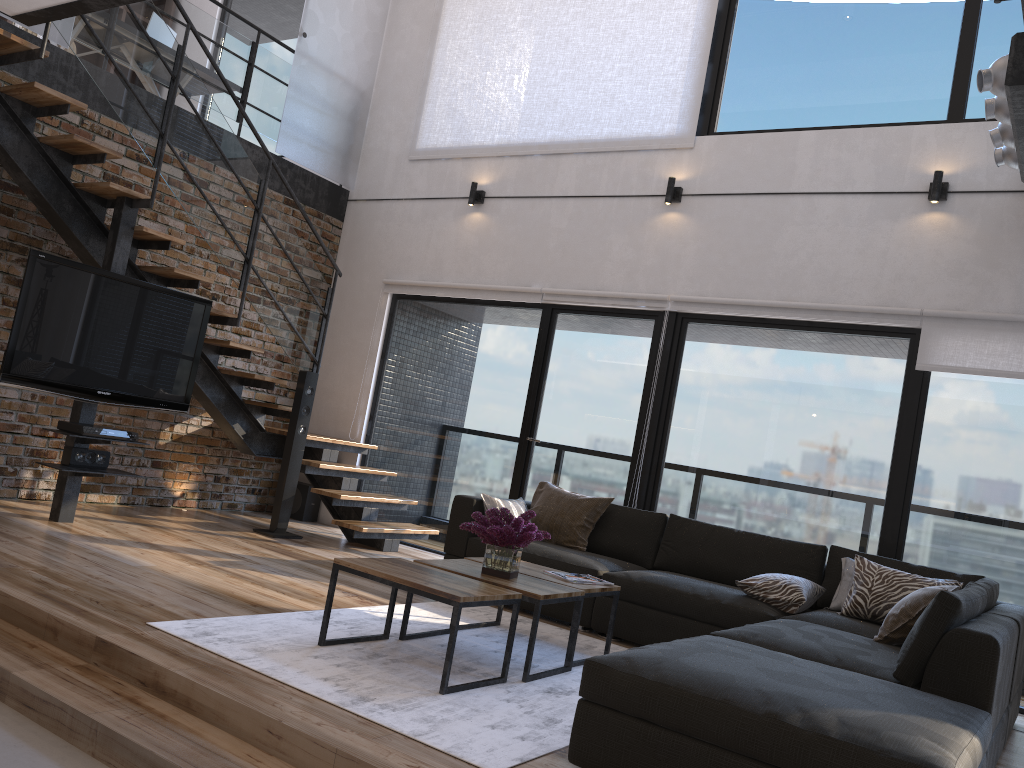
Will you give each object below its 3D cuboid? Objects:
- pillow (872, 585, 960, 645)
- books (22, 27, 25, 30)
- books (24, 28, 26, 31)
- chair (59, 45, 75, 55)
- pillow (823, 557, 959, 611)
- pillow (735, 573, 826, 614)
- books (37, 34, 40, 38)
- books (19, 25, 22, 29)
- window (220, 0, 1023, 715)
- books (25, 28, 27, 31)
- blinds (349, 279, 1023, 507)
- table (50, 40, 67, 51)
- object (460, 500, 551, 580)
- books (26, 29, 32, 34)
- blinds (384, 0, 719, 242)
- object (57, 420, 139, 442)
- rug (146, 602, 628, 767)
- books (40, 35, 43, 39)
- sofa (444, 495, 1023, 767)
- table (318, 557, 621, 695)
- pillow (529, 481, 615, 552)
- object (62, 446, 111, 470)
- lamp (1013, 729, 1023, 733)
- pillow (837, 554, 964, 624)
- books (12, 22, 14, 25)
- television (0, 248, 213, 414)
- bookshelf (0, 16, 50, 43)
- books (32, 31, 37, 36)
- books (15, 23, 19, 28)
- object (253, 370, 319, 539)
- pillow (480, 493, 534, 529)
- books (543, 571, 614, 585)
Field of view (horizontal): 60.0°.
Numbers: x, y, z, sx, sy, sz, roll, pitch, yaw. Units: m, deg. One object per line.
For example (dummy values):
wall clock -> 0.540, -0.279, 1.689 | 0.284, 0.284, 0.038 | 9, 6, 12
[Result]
pillow -> 1.814, 1.029, 3.957 | 0.273, 0.309, 0.548 | 8, -5, 33
books -> -4.826, -3.411, 8.657 | 0.165, 0.302, 0.028 | 8, -4, 34
books -> -4.825, -3.376, 8.676 | 0.153, 0.238, 0.012 | 8, -4, 34
chair -> -3.672, -2.597, 7.502 | 0.579, 0.821, 0.557 | 9, -4, 21
pillow -> 1.943, 1.090, 4.541 | 0.611, 0.293, 0.235 | 7, -5, 34
pillow -> 1.418, 1.089, 4.663 | 0.355, 0.177, 0.532 | 8, -5, 32
books -> -4.748, -3.361, 8.781 | 0.167, 0.250, 0.028 | 8, -4, 34
books -> -4.845, -3.390, 8.631 | 0.167, 0.250, 0.028 | 8, -4, 34
window -> 0.110, -1.327, 4.872 | 13.384, 5.562, 5.674 | 7, -5, 34
books -> -4.809, -3.382, 8.683 | 0.136, 0.255, 0.012 | 8, -4, 34
blinds -> 0.923, 0.388, 6.037 | 5.364, 2.042, 0.096 | 7, -4, 34
table -> -3.198, -2.446, 7.117 | 0.743, 0.635, 1.864 | 8, -5, 34
object -> -0.022, 0.669, 3.883 | 0.341, 0.342, 0.375 | 8, -5, 35
books -> -4.794, -3.372, 8.704 | 0.173, 0.244, 0.039 | 8, -4, 34
blinds -> -1.083, -2.794, 6.788 | 10.198, 2.973, 1.998 | 9, -4, 12
object -> -2.456, 0.283, 5.273 | 0.274, 0.058, 0.361 | 7, -5, 34
rug -> -0.156, 1.170, 3.812 | 1.635, 0.003, 2.117 | 7, -5, 34
books -> -4.727, -3.352, 8.807 | 0.173, 0.244, 0.039 | 8, -4, 34
sofa -> 0.586, 0.974, 4.129 | 3.041, 0.700, 3.004 | 7, -5, 34
table -> -0.110, 1.003, 3.856 | 0.696, 0.350, 1.301 | 7, -5, 34
pillow -> 0.312, 0.841, 5.685 | 0.609, 0.382, 0.265 | 8, -5, 34
object -> -2.549, 0.444, 5.312 | 0.088, 0.112, 0.247 | 8, -5, 34
lamp -> 2.781, 0.817, 4.311 | 1.467, 1.826, 0.425 | 9, -4, 19
pillow -> 1.916, 1.050, 4.377 | 0.531, 0.314, 0.251 | 7, -5, 38
books -> -4.877, -3.409, 8.567 | 0.180, 0.266, 0.015 | 8, -4, 34
television -> -2.409, -0.263, 5.326 | 0.136, 0.782, 1.209 | 8, -5, 34
bookshelf -> -4.779, -3.450, 8.774 | 0.307, 2.279, 2.722 | 8, -4, 34
books -> -4.769, -3.365, 8.743 | 0.173, 0.244, 0.053 | 8, -4, 34
books -> -4.862, -3.392, 8.601 | 0.173, 0.244, 0.039 | 8, -4, 34
object -> -1.586, 0.502, 6.438 | 0.270, 1.205, 0.271 | 7, -4, 39
pillow -> -0.006, 0.835, 5.486 | 0.212, 0.265, 0.499 | 8, -5, 34
books -> 0.316, 0.922, 4.205 | 0.295, 0.013, 0.228 | 13, -5, -35
